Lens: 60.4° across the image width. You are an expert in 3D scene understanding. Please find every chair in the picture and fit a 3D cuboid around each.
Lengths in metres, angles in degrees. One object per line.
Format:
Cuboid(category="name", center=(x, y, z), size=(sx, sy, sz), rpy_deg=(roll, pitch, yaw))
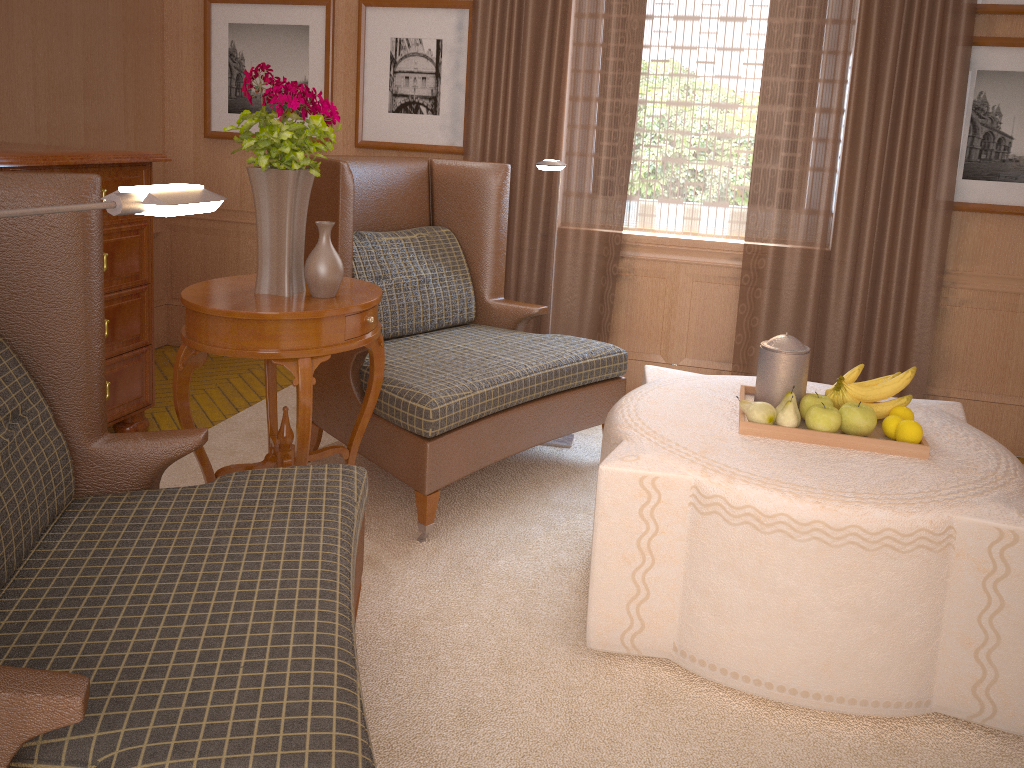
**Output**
Cuboid(category="chair", center=(-1.270, 0.417, 2.606), size=(1.719, 1.933, 1.957), rpy_deg=(1, 13, -11))
Cuboid(category="chair", center=(-0.454, -0.442, 5.740), size=(1.742, 1.934, 1.931), rpy_deg=(13, 16, 38))

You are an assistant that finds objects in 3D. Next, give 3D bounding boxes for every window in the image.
Cuboid(category="window", center=(1.610, -2.832, 7.170), size=(2.440, 3.312, 0.862), rpy_deg=(6, 10, 14))

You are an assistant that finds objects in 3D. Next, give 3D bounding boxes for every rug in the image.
Cuboid(category="rug", center=(0.155, 1.304, 3.322), size=(6.012, 0.019, 8.137), rpy_deg=(7, 17, 13))

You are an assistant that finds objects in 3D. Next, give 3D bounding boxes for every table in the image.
Cuboid(category="table", center=(-1.149, 0.203, 4.432), size=(0.930, 1.344, 1.057), rpy_deg=(8, 13, 21))

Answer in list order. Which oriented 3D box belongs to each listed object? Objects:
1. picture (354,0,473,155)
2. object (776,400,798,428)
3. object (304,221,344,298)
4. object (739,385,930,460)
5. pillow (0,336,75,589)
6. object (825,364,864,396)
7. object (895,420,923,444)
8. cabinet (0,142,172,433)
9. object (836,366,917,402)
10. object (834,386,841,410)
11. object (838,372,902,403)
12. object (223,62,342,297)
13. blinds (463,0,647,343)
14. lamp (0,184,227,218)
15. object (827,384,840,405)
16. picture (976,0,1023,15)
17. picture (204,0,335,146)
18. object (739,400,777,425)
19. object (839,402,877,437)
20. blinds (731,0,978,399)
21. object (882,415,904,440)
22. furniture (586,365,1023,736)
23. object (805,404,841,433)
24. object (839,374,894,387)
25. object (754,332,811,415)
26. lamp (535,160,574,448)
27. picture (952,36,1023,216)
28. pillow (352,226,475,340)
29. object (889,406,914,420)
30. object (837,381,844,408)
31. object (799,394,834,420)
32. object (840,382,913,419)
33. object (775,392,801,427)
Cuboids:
Cuboid(category="picture", center=(-0.820, -2.590, 7.414), size=(1.053, 1.224, 0.048), rpy_deg=(6, 10, 14))
Cuboid(category="object", center=(1.256, 0.140, 4.010), size=(0.098, 0.145, 0.099), rpy_deg=(-6, 15, -39))
Cuboid(category="object", center=(-0.897, -0.594, 4.205), size=(0.187, 0.350, 0.189), rpy_deg=(-7, 15, -42))
Cuboid(category="object", center=(1.502, 0.167, 4.215), size=(0.803, 0.058, 0.653), rpy_deg=(7, 17, 14))
Cuboid(category="pillow", center=(-1.689, 0.261, 2.495), size=(0.538, 0.692, 1.101), rpy_deg=(1, 14, -11))
Cuboid(category="object", center=(1.617, -0.001, 4.329), size=(0.105, 0.156, 0.380), rpy_deg=(12, 17, 36))
Cuboid(category="object", center=(1.770, 0.223, 3.925), size=(0.108, 0.131, 0.116), rpy_deg=(-3, 14, -29))
Cuboid(category="cabinet", center=(-3.392, -0.353, 4.982), size=(1.420, 1.901, 2.828), rpy_deg=(6, 14, 13))
Cuboid(category="object", center=(1.743, 0.002, 4.186), size=(0.403, 0.166, 0.072), rpy_deg=(1, 11, -9))
Cuboid(category="object", center=(1.658, 0.059, 4.316), size=(0.062, 0.178, 0.398), rpy_deg=(13, 17, 42))
Cuboid(category="object", center=(1.710, 0.027, 4.254), size=(0.376, 0.169, 0.066), rpy_deg=(-2, 12, -19))
Cuboid(category="object", center=(-1.070, -0.975, 4.203), size=(0.526, 1.067, 0.465), rpy_deg=(6, 11, 12))
Cuboid(category="blinds", center=(0.303, -2.195, 7.057), size=(1.433, 4.704, 0.271), rpy_deg=(6, 10, 15))
Cuboid(category="lamp", center=(-0.984, 0.557, 2.079), size=(0.563, 1.991, 0.643), rpy_deg=(1, 11, -15))
Cuboid(category="object", center=(1.600, 0.047, 4.344), size=(0.072, 0.182, 0.399), rpy_deg=(9, 16, 27))
Cuboid(category="picture", center=(3.788, -3.191, 6.074), size=(1.253, 1.224, 0.048), rpy_deg=(7, 10, 14))
Cuboid(category="picture", center=(-2.155, -2.763, 7.749), size=(1.253, 1.224, 0.048), rpy_deg=(7, 10, 14))
Cuboid(category="object", center=(1.129, 0.140, 4.079), size=(0.196, 0.125, 0.135), rpy_deg=(13, 16, 33))
Cuboid(category="object", center=(1.576, 0.165, 4.025), size=(0.173, 0.144, 0.173), rpy_deg=(-4, 15, -29))
Cuboid(category="blinds", center=(2.547, -1.909, 6.495), size=(1.451, 4.694, 0.271), rpy_deg=(6, 10, 13))
Cuboid(category="object", center=(1.750, 0.201, 4.019), size=(0.111, 0.108, 0.136), rpy_deg=(7, 14, 16))
Cuboid(category="furniture", center=(1.396, 0.620, 4.311), size=(1.954, 0.881, 1.996), rpy_deg=(6, 15, 11))
Cuboid(category="object", center=(1.414, 0.167, 4.004), size=(0.156, 0.132, 0.162), rpy_deg=(8, 14, 18))
Cuboid(category="object", center=(1.716, -0.003, 4.299), size=(0.409, 0.126, 0.093), rpy_deg=(-5, 14, -27))
Cuboid(category="object", center=(1.324, -0.061, 4.308), size=(0.234, 0.384, 0.239), rpy_deg=(-1, 12, -19))
Cuboid(category="lamp", center=(0.274, -0.557, 6.191), size=(0.564, 1.986, 0.642), rpy_deg=(-1, 11, -24))
Cuboid(category="picture", center=(3.709, -1.833, 6.305), size=(1.253, 1.224, 0.048), rpy_deg=(7, 10, 14))
Cuboid(category="pillow", center=(-0.778, -0.696, 5.989), size=(0.545, 0.692, 1.086), rpy_deg=(13, 17, 38))
Cuboid(category="object", center=(1.834, 0.167, 4.149), size=(0.108, 0.131, 0.116), rpy_deg=(-3, 14, -29))
Cuboid(category="object", center=(1.714, 0.077, 4.240), size=(0.385, 0.196, 0.063), rpy_deg=(-2, 12, -21))
Cuboid(category="object", center=(1.443, 0.120, 4.170), size=(0.156, 0.132, 0.162), rpy_deg=(8, 14, 18))
Cuboid(category="object", center=(1.737, 0.080, 4.186), size=(0.396, 0.169, 0.074), rpy_deg=(1, 11, -10))
Cuboid(category="object", center=(1.290, 0.124, 4.123), size=(0.131, 0.193, 0.132), rpy_deg=(-6, 15, -39))
